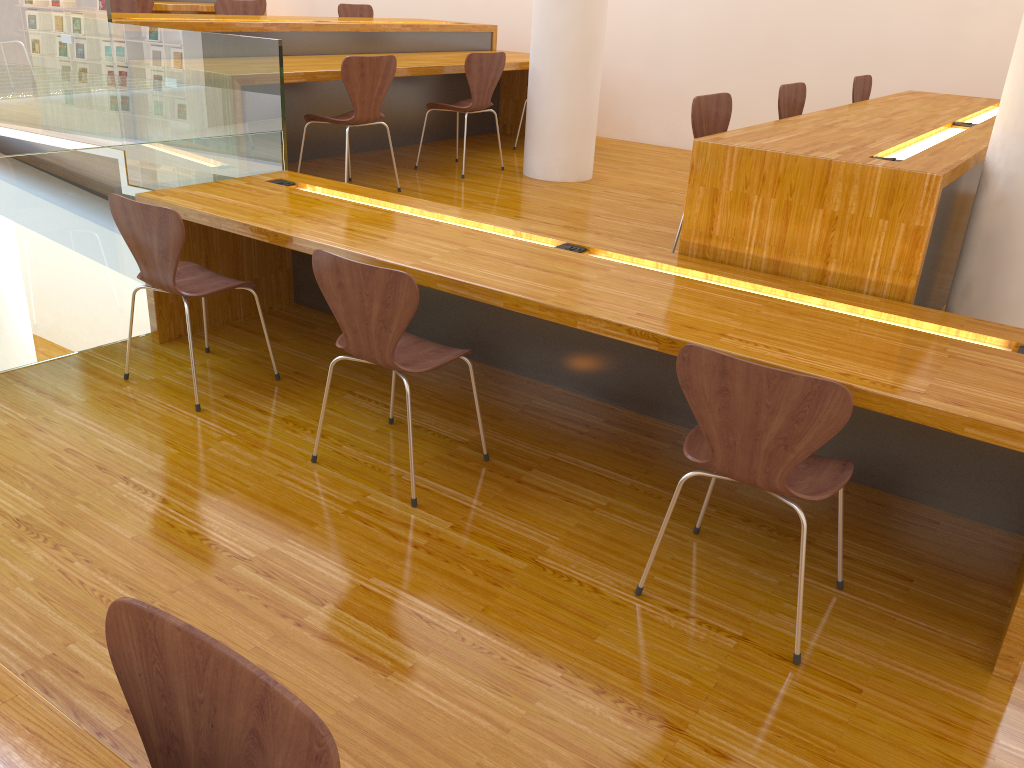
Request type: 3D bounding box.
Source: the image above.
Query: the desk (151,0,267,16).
[{"bbox_3d":[-3.567,-2.879,6.841,1.248,1.022,3.216,18,28,30],"label":"desk"}]

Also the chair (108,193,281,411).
[{"bbox_3d":[-1.132,-0.335,3.166,0.428,0.693,0.381,18,28,30],"label":"chair"}]

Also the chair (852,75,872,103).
[{"bbox_3d":[2.113,-1.386,5.085,0.381,0.693,0.428,18,28,30],"label":"chair"}]

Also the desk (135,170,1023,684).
[{"bbox_3d":[0.072,-0.134,2.995,3.185,0.606,0.760,18,28,30],"label":"desk"}]

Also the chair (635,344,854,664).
[{"bbox_3d":[0.610,0.218,2.152,0.428,0.693,0.381,18,28,30],"label":"chair"}]

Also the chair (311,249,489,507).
[{"bbox_3d":[-0.333,-0.073,2.681,0.428,0.693,0.381,18,28,30],"label":"chair"}]

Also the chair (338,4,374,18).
[{"bbox_3d":[-1.102,-2.601,6.971,0.381,0.693,0.428,18,28,30],"label":"chair"}]

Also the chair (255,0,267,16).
[{"bbox_3d":[-2.346,-2.940,7.578,0.381,0.693,0.428,18,28,30],"label":"chair"}]

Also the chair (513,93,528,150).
[{"bbox_3d":[0.300,-1.981,6.184,0.381,0.693,0.428,18,28,30],"label":"chair"}]

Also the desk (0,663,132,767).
[{"bbox_3d":[-1.589,0.761,1.120,3.236,0.918,1.285,18,28,30],"label":"desk"}]

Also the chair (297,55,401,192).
[{"bbox_3d":[-0.849,-1.336,4.561,0.381,0.693,0.428,18,28,30],"label":"chair"}]

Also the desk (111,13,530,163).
[{"bbox_3d":[-1.010,-1.876,5.654,1.527,0.785,3.243,18,28,30],"label":"desk"}]

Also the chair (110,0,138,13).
[{"bbox_3d":[-2.315,-1.977,5.386,0.381,0.693,0.428,18,28,30],"label":"chair"}]

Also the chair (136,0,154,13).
[{"bbox_3d":[-2.946,-2.591,6.700,0.381,0.693,0.428,18,28,30],"label":"chair"}]

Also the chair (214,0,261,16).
[{"bbox_3d":[-1.766,-2.272,6.131,0.381,0.693,0.428,18,28,30],"label":"chair"}]

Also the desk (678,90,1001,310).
[{"bbox_3d":[1.784,-0.899,4.029,0.760,0.606,3.185,18,28,30],"label":"desk"}]

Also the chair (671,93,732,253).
[{"bbox_3d":[0.901,-0.762,3.500,0.381,0.693,0.428,18,28,30],"label":"chair"}]

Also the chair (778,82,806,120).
[{"bbox_3d":[1.449,-1.057,4.245,0.381,0.693,0.428,18,28,30],"label":"chair"}]

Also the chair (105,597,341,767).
[{"bbox_3d":[-0.443,0.667,0.987,0.428,0.693,0.381,18,28,30],"label":"chair"}]

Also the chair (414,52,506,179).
[{"bbox_3d":[-0.300,-1.631,5.306,0.381,0.693,0.428,18,28,30],"label":"chair"}]
